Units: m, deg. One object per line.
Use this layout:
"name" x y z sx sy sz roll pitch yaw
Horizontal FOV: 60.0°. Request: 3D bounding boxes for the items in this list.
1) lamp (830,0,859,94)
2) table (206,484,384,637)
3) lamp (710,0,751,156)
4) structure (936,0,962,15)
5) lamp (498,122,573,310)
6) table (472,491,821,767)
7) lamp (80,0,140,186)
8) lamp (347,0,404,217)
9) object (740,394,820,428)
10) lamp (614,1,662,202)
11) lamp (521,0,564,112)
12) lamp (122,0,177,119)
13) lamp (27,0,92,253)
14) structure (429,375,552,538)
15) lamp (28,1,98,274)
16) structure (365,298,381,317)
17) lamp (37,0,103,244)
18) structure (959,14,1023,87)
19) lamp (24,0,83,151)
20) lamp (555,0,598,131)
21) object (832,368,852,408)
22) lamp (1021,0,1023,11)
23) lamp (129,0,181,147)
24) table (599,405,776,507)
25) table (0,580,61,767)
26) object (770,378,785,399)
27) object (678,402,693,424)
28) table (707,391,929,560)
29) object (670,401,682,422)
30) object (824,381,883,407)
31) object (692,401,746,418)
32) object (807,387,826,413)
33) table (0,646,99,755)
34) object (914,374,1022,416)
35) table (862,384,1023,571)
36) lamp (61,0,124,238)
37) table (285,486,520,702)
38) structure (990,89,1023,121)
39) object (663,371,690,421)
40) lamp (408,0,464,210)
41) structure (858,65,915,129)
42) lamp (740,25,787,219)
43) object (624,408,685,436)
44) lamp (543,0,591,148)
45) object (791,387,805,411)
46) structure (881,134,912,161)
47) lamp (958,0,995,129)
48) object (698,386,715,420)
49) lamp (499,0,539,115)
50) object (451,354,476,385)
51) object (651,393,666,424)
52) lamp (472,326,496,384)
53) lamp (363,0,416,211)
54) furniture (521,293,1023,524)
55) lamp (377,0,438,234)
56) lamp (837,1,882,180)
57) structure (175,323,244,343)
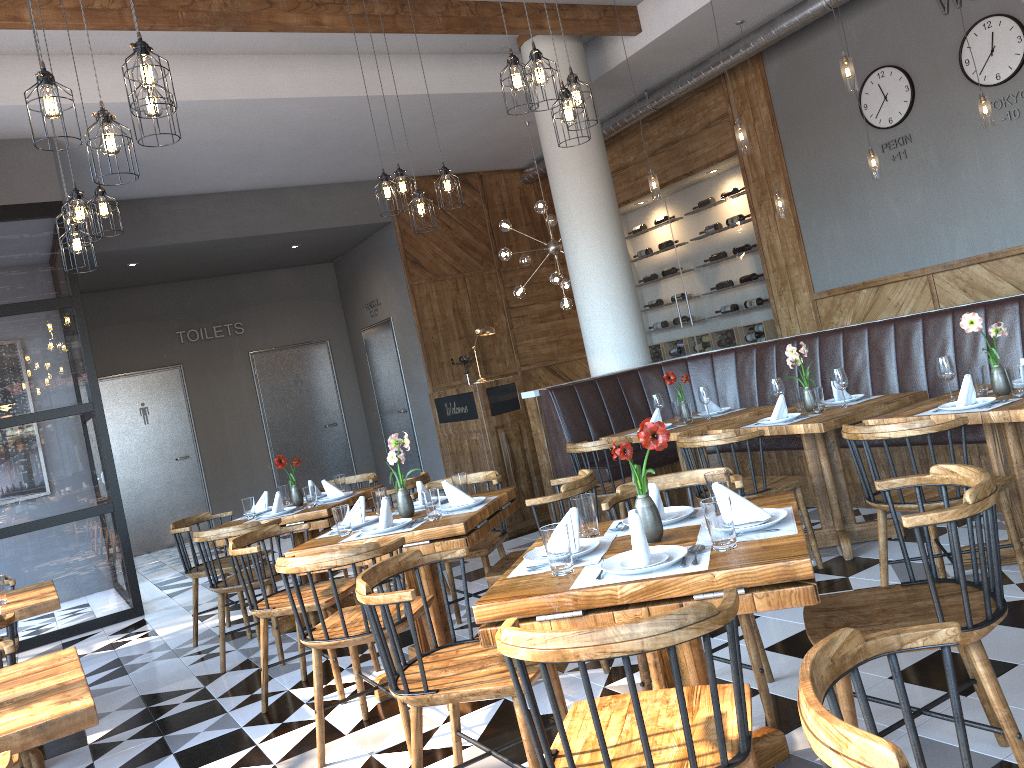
"lamp" 1.970 -2.826 5.687 0.078 1.966 0.078 -12 -2 5
"table" -1.320 1.176 5.815 0.862 0.765 0.865 -12 0 15
"lamp" 1.510 -2.652 6.540 0.078 1.966 0.078 -10 -2 -44
"structure" 4.275 -3.332 6.353 0.033 0.199 2.717 -11 0 -30
"lamp" 0.400 -1.905 10.035 1.182 2.195 1.164 -12 -1 22
"table" 0.486 0.834 2.576 0.862 0.765 0.865 -12 0 15
"lamp" -1.865 -1.866 3.727 0.176 2.073 0.174 -11 -2 -35
"lamp" -1.084 -2.246 6.448 0.175 2.073 0.175 -12 -2 3
"object" 1.456 0.136 4.867 0.273 0.137 0.350 -12 0 -30
"lamp" 1.015 -2.499 7.449 0.078 1.966 0.078 -12 -2 2
"lamp" -0.038 -2.445 4.587 0.174 2.073 0.175 -13 -2 33
"lamp" -1.691 -2.138 3.688 0.176 2.073 0.174 -11 -2 -35
"lamp" -2.913 -1.845 5.523 0.175 2.073 0.174 -11 -2 -28
"structure" -0.150 0.624 7.965 0.647 1.301 1.041 -11 -1 -30
"lamp" -2.786 -1.691 5.324 0.175 2.073 0.174 -12 -2 -17
"structure" -1.924 -1.054 12.328 0.025 0.197 0.563 -11 0 -30
"lamp" -2.682 -1.845 5.152 0.174 2.073 0.175 -13 -2 40
"structure" 3.904 -2.705 7.194 0.046 0.561 0.558 -11 -1 -30
"lamp" -2.016 -1.965 3.548 0.174 2.073 0.175 -13 -2 22
"lamp" 0.179 -2.451 4.966 0.175 2.073 0.175 -12 -2 10
"object" 1.809 0.021 4.863 0.081 0.215 0.081 -12 -1 1
"lamp" 2.536 -2.898 4.684 0.078 1.966 0.078 -12 -2 -11
"lamp" -1.749 -2.071 3.882 0.174 2.073 0.176 -14 -2 44
"table" 1.245 0.628 5.935 0.853 0.765 0.846 -12 0 -30
"table" -2.524 1.454 4.128 0.853 0.765 0.846 -12 0 -30
"object" 1.543 0.074 5.119 0.081 0.215 0.081 -11 -2 -38
"object" 1.147 0.192 5.831 0.080 0.132 0.079 -11 -1 -45
"table" 1.778 0.527 4.980 0.853 0.765 0.846 -12 0 -30
"object" 1.141 0.190 6.098 0.080 0.132 0.079 -11 -1 -30
"object" 1.907 0.037 5.121 0.273 0.137 0.350 -12 0 -30
"object" 1.376 0.137 6.073 0.273 0.137 0.350 -12 0 -30
"object" 1.681 0.091 4.875 0.080 0.132 0.079 -11 -1 -45
"table" -1.482 1.257 2.261 0.853 0.765 0.846 -12 0 -30
"object" 1.991 0.035 3.907 0.273 0.137 0.350 -12 0 -30
"table" 2.305 0.427 4.036 0.853 0.765 0.846 -12 0 -30
"lamp" -2.721 -1.943 5.533 0.175 2.073 0.174 -12 -2 -17
"table" -0.412 1.004 4.187 0.862 0.765 0.865 -12 0 15
"structure" 4.023 -2.232 7.175 0.021 0.200 0.367 -11 0 -30
"object" 1.120 0.082 5.961 0.157 0.355 0.170 -11 -2 -36
"lamp" -0.650 -2.295 6.453 0.175 2.073 0.174 -11 -2 -19
"structure" 3.411 -2.612 8.079 0.046 0.561 0.558 -11 -1 -30
"lamp" 2.300 -2.497 8.214 0.078 1.966 0.078 -12 -2 2
"object" 0.925 0.237 5.818 0.273 0.137 0.350 -12 0 -30
"lamp" 0.119 -2.302 4.759 0.174 2.073 0.176 -14 -2 44
"object" 1.674 0.089 5.141 0.080 0.132 0.079 -11 -1 -30
"structure" 3.517 -2.136 8.081 0.021 0.197 0.304 -11 0 -30
"lamp" 3.256 -2.823 6.452 0.078 1.966 0.078 -12 -2 5
"object" 1.276 0.122 5.819 0.081 0.215 0.081 -12 -1 1
"lamp" -0.155 -2.480 4.766 0.174 2.073 0.176 -14 -2 44
"object" -0.438 0.460 11.096 0.375 1.660 0.374 -12 -2 -7
"object" 1.009 0.175 6.075 0.081 0.215 0.081 -11 -2 -38
"lamp" -0.226 -0.128 7.720 0.169 0.757 0.447 -13 -1 36
"lamp" -0.997 -2.325 6.632 0.174 2.073 0.175 -12 -2 14
"furniture" 2.599 0.155 4.884 1.924 1.151 6.559 -12 1 -30
"lamp" -0.838 -2.120 6.424 0.174 2.073 0.175 -12 -2 14
"lamp" 2.796 -2.650 7.305 0.078 1.966 0.078 -10 -2 -44
"structure" -4.228 -0.716 12.421 0.919 0.166 0.035 -12 -1 -30
